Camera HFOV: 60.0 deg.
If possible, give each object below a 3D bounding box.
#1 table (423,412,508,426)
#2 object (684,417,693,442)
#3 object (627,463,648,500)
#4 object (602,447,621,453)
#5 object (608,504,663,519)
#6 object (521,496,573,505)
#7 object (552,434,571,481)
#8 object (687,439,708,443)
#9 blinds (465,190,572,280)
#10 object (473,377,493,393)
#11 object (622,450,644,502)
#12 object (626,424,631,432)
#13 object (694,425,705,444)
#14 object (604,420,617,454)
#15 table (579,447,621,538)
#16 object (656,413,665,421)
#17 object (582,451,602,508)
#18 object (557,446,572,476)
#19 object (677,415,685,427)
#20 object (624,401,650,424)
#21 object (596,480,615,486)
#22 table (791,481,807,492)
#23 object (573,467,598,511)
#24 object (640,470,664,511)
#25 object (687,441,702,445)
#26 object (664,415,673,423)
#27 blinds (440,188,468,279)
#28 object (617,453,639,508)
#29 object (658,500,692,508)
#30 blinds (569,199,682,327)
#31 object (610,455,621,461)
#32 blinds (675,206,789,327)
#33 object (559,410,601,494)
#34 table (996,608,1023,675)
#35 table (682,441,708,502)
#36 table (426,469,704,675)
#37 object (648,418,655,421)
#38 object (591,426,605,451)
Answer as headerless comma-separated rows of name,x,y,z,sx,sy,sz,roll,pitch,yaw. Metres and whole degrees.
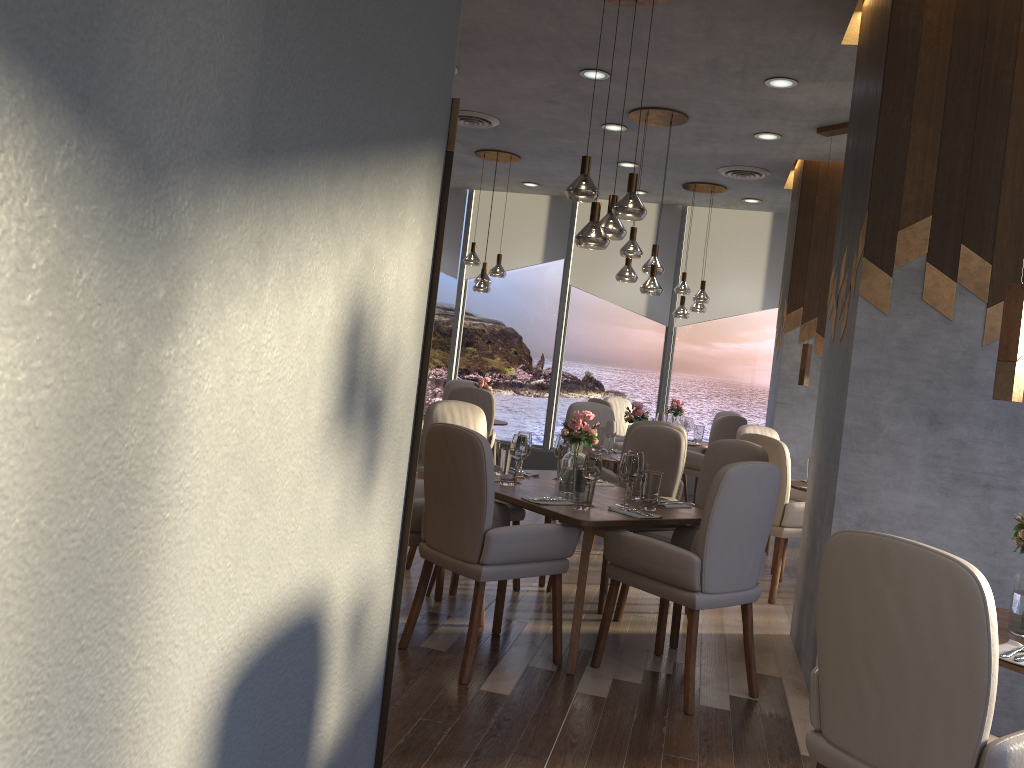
table,-0.490,0.654,8.469,0.832,0.662,0.835,6,1,-28
object,1.735,0.450,8.734,0.092,0.244,0.092,7,0,42
object,0.622,0.484,4.440,0.102,0.178,0.102,6,0,-29
object,0.784,0.511,6.832,0.157,0.019,0.255,6,2,-13
object,0.538,0.569,3.981,0.157,0.019,0.255,5,2,-37
object,0.181,0.526,4.028,0.254,0.019,0.158,5,2,-34
object,0.268,0.398,4.807,0.092,0.244,0.092,7,0,12
object,1.851,0.569,8.957,0.254,0.019,0.158,6,2,-33
blinds,0.162,-2.488,10.350,1.174,2.681,0.007,7,0,12
object,-0.287,0.136,8.480,0.210,0.416,0.198,7,0,-15
object,0.592,0.451,4.336,0.092,0.244,0.092,7,0,-10
object,0.869,0.420,6.455,0.092,0.244,0.092,7,0,-32
object,1.829,0.495,8.687,0.102,0.178,0.102,7,0,38
object,0.738,0.398,6.677,0.092,0.244,0.092,7,0,6
table,0.726,0.856,6.560,0.833,0.662,0.835,6,1,-13
object,1.491,0.415,8.928,0.092,0.244,0.092,7,0,-7
object,0.359,0.433,4.027,0.092,0.244,0.092,7,0,8
object,0.298,0.431,4.911,0.102,0.178,0.102,6,0,-29
object,1.699,0.438,8.961,0.092,0.244,0.092,7,0,15
object,0.923,0.335,6.635,0.210,0.416,0.198,6,0,-30
object,0.420,0.529,4.809,0.254,0.019,0.158,5,2,-35
table,2.239,1.052,5.945,0.835,0.662,0.832,7,1,33
object,0.319,0.465,3.924,0.102,0.178,0.102,7,0,-8
object,0.643,0.496,4.117,0.102,0.178,0.102,6,1,-41
object,1.703,0.564,8.569,0.157,0.019,0.255,6,2,-28
object,1.530,0.427,8.700,0.092,0.244,0.092,7,0,-6
blinds,-1.063,-2.640,10.623,1.174,2.681,0.007,7,0,12
object,0.542,0.451,4.147,0.092,0.244,0.092,7,0,33
object,0.744,0.582,4.338,0.254,0.019,0.158,5,2,-35
blinds,1.338,-2.043,10.079,1.174,2.681,0.007,7,0,12
object,0.793,0.529,6.301,0.157,0.019,0.255,6,2,-12
blinds,2.548,-1.893,9.809,1.174,2.681,0.007,7,0,12
object,0.328,0.335,4.401,0.210,0.416,0.198,7,0,-10
table,1.596,1.085,2.508,0.834,0.662,0.834,7,1,3
table,1.565,0.883,8.819,0.834,0.662,0.834,7,1,-1
table,0.248,0.866,4.422,0.963,0.666,1.309,6,2,-37
object,1.391,0.435,8.977,0.102,0.178,0.102,7,0,30
object,0.651,0.418,6.747,0.102,0.178,0.102,7,0,-7
